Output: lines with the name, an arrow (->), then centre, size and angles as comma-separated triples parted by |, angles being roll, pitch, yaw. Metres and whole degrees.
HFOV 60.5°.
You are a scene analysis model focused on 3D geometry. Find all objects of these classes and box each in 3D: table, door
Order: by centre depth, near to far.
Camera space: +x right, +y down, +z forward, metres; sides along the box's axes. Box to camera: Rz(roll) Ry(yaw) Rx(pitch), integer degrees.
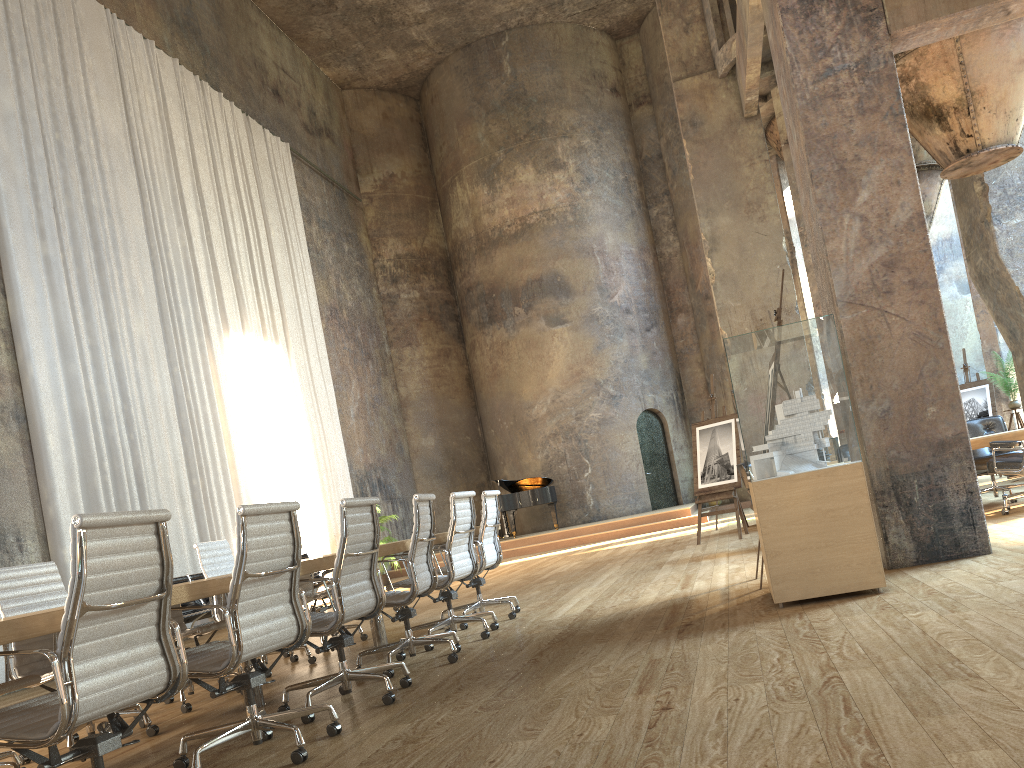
table -> -1.726, 1.379, 4.242 | 1.611, 0.753, 7.734 | -12, -9, 12
table -> 4.243, 0.908, 8.417 | 2.425, 0.696, 1.107 | -13, -7, 14
door -> 3.246, 1.712, 20.041 | 0.894, 2.284, 0.092 | -10, -1, -28

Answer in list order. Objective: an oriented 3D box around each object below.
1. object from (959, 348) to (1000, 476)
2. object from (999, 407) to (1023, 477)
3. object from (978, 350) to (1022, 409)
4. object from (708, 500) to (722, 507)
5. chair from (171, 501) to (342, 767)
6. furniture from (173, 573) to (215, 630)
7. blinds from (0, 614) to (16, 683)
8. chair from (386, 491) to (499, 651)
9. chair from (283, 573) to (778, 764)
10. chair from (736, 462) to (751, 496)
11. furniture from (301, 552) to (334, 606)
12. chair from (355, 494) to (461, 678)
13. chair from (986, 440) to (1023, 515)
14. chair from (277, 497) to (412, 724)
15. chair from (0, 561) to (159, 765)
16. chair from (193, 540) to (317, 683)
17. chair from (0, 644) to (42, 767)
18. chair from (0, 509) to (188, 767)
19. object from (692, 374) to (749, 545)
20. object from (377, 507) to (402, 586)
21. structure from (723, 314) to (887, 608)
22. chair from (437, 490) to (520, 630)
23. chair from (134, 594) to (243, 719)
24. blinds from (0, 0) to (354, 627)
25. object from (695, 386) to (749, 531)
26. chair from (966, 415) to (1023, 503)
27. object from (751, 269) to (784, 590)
object -> 7.406, 0.464, 14.100 | 0.712, 2.135, 0.677 | -12, -2, 42
object -> 7.519, 0.830, 12.900 | 0.661, 0.967, 0.572 | -11, -3, 7
object -> 7.295, -0.084, 12.954 | 0.697, 0.934, 0.853 | -13, -5, 34
object -> 4.621, 2.308, 20.146 | 0.922, 0.985, 0.904 | -13, -5, 24
chair -> -1.160, 1.044, 3.620 | 0.706, 1.020, 0.663 | -12, -3, 22
furniture -> -3.457, 2.519, 9.855 | 0.712, 0.836, 1.876 | -12, -7, 13
blinds -> -6.531, -1.695, 4.835 | 0.277, 8.595, 7.836 | -11, -4, 14
chair -> -0.520, 1.316, 6.212 | 0.706, 1.020, 0.663 | -12, -3, 22
chair -> 1.050, 1.092, 6.657 | 13.030, 1.025, 31.585 | -13, -9, 13
chair -> 2.748, 1.156, 8.805 | 0.824, 0.888, 0.732 | -12, -4, 10
furniture -> -2.883, 2.762, 12.174 | 0.712, 0.836, 1.876 | -12, -7, 13
chair -> -0.717, 1.227, 5.379 | 0.703, 1.020, 0.666 | -12, -3, 13
chair -> 4.545, 0.635, 7.626 | 0.726, 0.887, 0.832 | -10, -5, -13
chair -> -0.946, 1.133, 4.474 | 0.705, 1.020, 0.664 | -12, -3, 19
chair -> -2.302, 1.428, 4.716 | 0.706, 1.020, 0.663 | -12, -3, 22
chair -> -1.871, 1.613, 6.481 | 0.704, 1.020, 0.664 | -12, -3, 17
chair -> -2.516, 1.339, 3.862 | 0.705, 1.020, 0.664 | -12, -3, 19
chair -> -1.373, 0.952, 2.747 | 0.705, 1.020, 0.664 | -12, -3, 19
object -> 2.621, 0.922, 11.122 | 0.677, 2.135, 0.712 | -9, -2, -45
object -> -2.434, 2.901, 15.689 | 1.094, 1.449, 1.135 | -11, -4, 4
structure -> 1.699, 0.476, 5.205 | 0.598, 1.539, 0.742 | -11, -2, 13
chair -> -0.346, 1.411, 7.060 | 0.705, 1.020, 0.664 | -12, -3, 19
chair -> -2.089, 1.520, 5.590 | 0.705, 1.020, 0.664 | -12, -3, 19
blinds -> -4.456, -0.816, 13.227 | 0.277, 8.595, 7.836 | -11, -4, 14
object -> 2.974, 1.137, 12.981 | 0.694, 2.135, 0.694 | -12, -2, 39
chair -> 4.896, 0.782, 9.033 | 0.734, 0.887, 0.822 | -12, -5, 14
object -> 1.843, 0.305, 6.080 | 0.688, 2.135, 0.700 | -11, -2, 12
